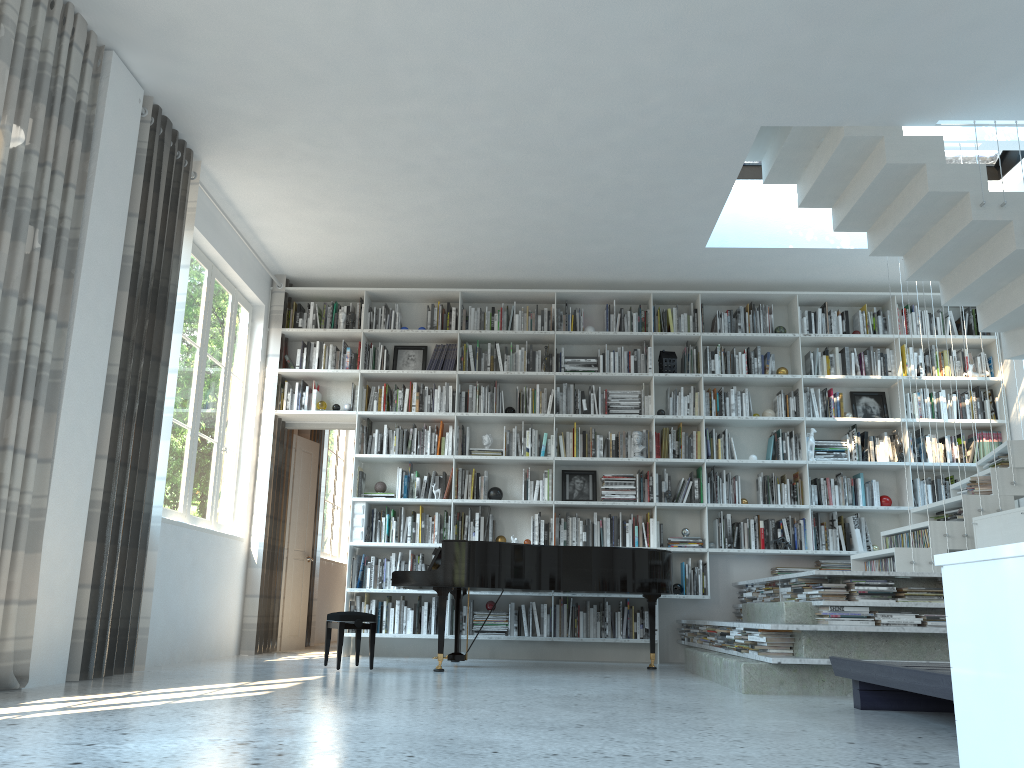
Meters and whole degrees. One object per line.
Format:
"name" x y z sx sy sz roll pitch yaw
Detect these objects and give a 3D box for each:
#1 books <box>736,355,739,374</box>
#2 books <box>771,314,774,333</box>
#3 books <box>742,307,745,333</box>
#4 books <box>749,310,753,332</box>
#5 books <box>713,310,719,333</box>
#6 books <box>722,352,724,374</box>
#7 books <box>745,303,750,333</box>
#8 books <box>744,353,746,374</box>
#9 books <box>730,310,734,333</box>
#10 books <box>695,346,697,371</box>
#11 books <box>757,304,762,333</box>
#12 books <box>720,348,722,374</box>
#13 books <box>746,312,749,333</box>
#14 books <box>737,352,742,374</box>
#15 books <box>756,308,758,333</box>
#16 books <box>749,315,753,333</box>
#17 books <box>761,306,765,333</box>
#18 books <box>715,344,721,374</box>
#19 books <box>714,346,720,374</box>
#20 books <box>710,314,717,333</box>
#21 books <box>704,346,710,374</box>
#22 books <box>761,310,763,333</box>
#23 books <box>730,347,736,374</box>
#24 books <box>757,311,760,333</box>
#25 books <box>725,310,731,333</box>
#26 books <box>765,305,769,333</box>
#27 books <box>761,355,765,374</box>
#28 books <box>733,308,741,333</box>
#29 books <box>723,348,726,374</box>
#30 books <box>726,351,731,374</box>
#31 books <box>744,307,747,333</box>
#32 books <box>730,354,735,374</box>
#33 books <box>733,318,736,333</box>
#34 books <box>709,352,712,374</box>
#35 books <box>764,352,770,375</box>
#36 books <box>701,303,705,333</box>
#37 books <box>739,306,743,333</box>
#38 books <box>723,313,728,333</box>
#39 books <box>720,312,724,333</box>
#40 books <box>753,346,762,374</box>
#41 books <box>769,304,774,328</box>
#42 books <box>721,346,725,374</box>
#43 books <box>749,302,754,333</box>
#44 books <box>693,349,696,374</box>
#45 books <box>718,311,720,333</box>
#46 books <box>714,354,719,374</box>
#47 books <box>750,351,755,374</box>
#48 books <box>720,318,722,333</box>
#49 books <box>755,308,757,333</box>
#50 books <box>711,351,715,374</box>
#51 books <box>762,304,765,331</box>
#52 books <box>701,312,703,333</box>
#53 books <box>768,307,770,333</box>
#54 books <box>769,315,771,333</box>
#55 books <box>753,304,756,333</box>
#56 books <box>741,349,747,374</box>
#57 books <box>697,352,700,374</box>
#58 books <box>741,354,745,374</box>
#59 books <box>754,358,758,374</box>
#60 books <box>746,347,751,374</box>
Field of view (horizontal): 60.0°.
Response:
"books" 1.960 -0.133 7.772 0.025 0.216 0.144 1 -14 2
"books" 2.278 -0.485 7.832 0.014 0.208 0.188 1 -14 2
"books" 2.038 -0.524 7.873 0.017 0.294 0.139 1 -14 2
"books" 2.104 -0.506 7.847 0.008 0.250 0.170 1 -14 2
"books" 1.806 -0.507 7.853 0.009 0.243 0.173 1 -14 2
"books" 1.830 -0.145 7.773 0.012 0.235 0.166 1 -14 2
"books" 2.079 -0.536 7.856 0.006 0.311 0.179 1 -14 2
"books" 2.021 -0.138 7.758 0.011 0.221 0.159 1 -14 2
"books" 1.935 -0.509 7.861 0.021 0.255 0.169 1 -14 2
"books" 1.614 -0.174 7.796 0.005 0.291 0.131 1 -14 2
"books" 2.184 -0.533 7.848 0.008 0.306 0.183 1 -14 2
"books" 1.819 -0.164 7.768 0.010 0.268 0.166 1 -14 2
"books" 2.066 -0.498 7.841 0.018 0.230 0.160 1 -14 2
"books" 1.984 -0.145 7.762 0.023 0.236 0.149 1 -14 2
"books" 2.152 -0.516 7.854 0.008 0.274 0.163 1 -14 2
"books" 2.090 -0.486 7.826 0.018 0.200 0.189 1 -14 2
"books" 2.210 -0.526 7.857 0.019 0.298 0.137 1 -14 2
"books" 1.807 -0.182 7.774 0.014 0.306 0.153 1 -14 2
"books" 1.794 -0.169 7.777 0.011 0.282 0.173 1 -14 2
"books" 1.778 -0.490 7.843 0.046 0.206 0.183 1 -14 2
"books" 1.708 -0.173 7.774 0.012 0.284 0.160 1 -14 2
"books" 2.195 -0.508 7.848 0.014 0.258 0.150 1 -14 2
"books" 1.942 -0.165 7.782 0.013 0.283 0.155 1 -14 2
"books" 2.168 -0.505 7.850 0.024 0.251 0.150 1 -14 2
"books" 1.909 -0.510 7.859 0.030 0.254 0.161 1 -14 2
"books" 2.240 -0.528 7.845 0.013 0.296 0.189 1 -14 2
"books" 2.172 -0.131 7.754 0.030 0.212 0.157 1 -14 2
"books" 1.990 -0.515 7.836 0.028 0.257 0.185 1 -14 2
"books" 1.861 -0.161 7.789 0.012 0.276 0.133 1 -14 2
"books" 1.880 -0.150 7.761 0.027 0.241 0.160 1 -14 2
"books" 2.055 -0.520 7.866 0.007 0.284 0.160 1 -14 2
"books" 1.922 -0.135 7.779 0.028 0.223 0.142 1 -14 2
"books" 1.961 -0.473 7.869 0.031 0.190 0.133 1 -14 2
"books" 1.731 -0.147 7.781 0.012 0.239 0.139 1 -14 2
"books" 2.214 -0.144 7.744 0.054 0.235 0.172 1 -14 2
"books" 1.678 -0.541 7.854 0.019 0.303 0.176 1 -14 2
"books" 2.017 -0.526 7.862 0.024 0.291 0.168 1 -14 2
"books" 1.879 -0.496 7.857 0.028 0.225 0.164 1 -14 2
"books" 1.849 -0.501 7.846 0.013 0.229 0.174 1 -14 2
"books" 2.142 -0.170 7.750 0.029 0.284 0.184 1 -14 2
"books" 2.290 -0.532 7.844 0.006 0.305 0.164 1 -14 2
"books" 1.845 -0.173 7.785 0.021 0.295 0.139 1 -14 2
"books" 2.112 -0.545 7.855 0.007 0.328 0.184 1 -14 2
"books" 1.588 -0.162 7.759 0.013 0.247 0.186 1 -14 2
"books" 1.816 -0.505 7.861 0.011 0.243 0.173 1 -14 2
"books" 1.774 -0.137 7.753 0.026 0.207 0.181 1 -14 2
"books" 2.085 -0.146 7.754 0.030 0.237 0.186 1 -14 2
"books" 1.838 -0.476 7.853 0.009 0.183 0.160 1 -14 2
"books" 2.142 -0.518 7.859 0.012 0.279 0.144 1 -14 2
"books" 1.749 -0.150 7.775 0.026 0.242 0.148 1 -14 2
"books" 2.224 -0.533 7.876 0.008 0.320 0.134 1 -14 2
"books" 1.657 -0.503 7.854 0.033 0.229 0.176 1 -14 2
"books" 2.250 -0.520 7.836 0.008 0.278 0.181 1 -14 2
"books" 2.263 -0.486 7.842 0.018 0.214 0.158 1 -14 2
"books" 2.122 -0.534 7.835 0.015 0.298 0.183 1 -14 2
"books" 2.034 -0.158 7.764 0.012 0.264 0.156 1 -14 2
"books" 1.619 -0.145 7.753 0.008 0.213 0.224 1 -14 2
"books" 2.005 -0.135 7.744 0.021 0.208 0.181 1 -14 2
"books" 2.114 -0.117 7.751 0.027 0.181 0.176 1 -14 2
"books" 2.065 -0.164 7.778 0.012 0.284 0.160 1 -14 2
